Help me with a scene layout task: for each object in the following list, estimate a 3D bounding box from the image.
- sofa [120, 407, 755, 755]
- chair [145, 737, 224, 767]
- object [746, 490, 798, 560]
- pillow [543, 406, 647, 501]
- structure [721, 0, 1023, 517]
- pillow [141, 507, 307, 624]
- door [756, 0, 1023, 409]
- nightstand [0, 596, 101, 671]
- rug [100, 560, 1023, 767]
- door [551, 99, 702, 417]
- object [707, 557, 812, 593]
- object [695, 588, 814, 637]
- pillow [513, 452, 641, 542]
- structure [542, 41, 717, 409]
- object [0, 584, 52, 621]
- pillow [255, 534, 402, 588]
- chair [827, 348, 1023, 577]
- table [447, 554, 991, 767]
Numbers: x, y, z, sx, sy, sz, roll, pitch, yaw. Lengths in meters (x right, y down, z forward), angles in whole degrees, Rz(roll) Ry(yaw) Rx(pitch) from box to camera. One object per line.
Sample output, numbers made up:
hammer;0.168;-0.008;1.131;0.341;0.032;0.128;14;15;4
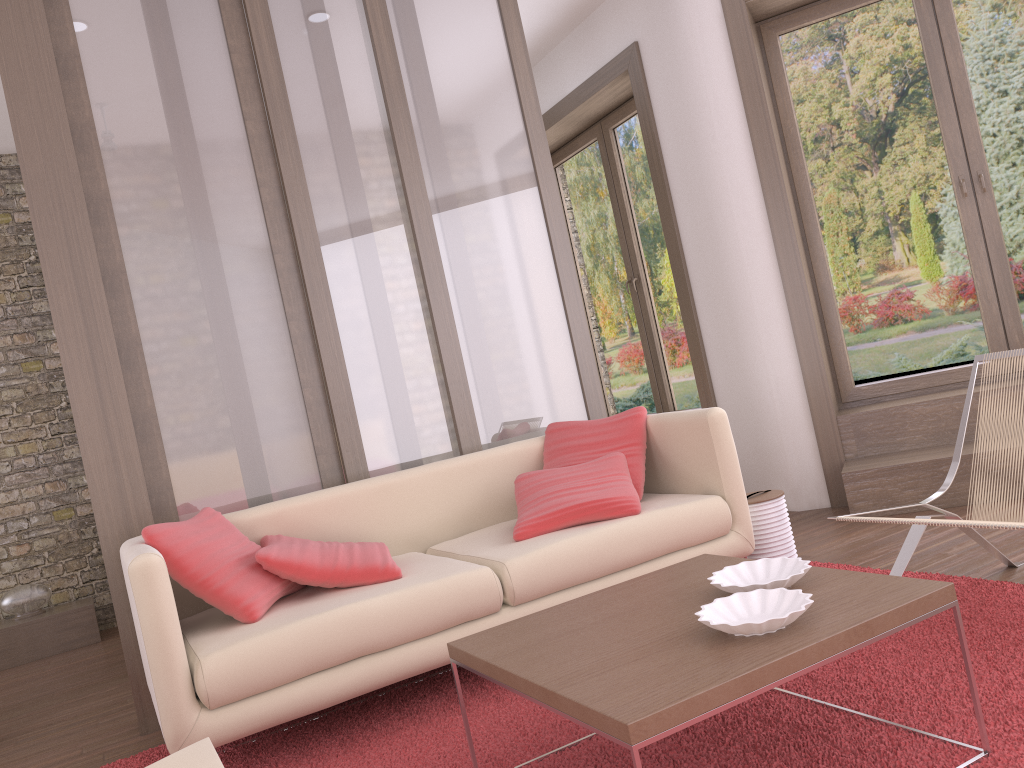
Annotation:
sofa;-0.224;0.691;3.356;2.204;0.751;0.919;-12;0;-26
chair;-0.896;0.828;1.459;0.860;0.767;0.739;-12;0;-26
object;1.050;0.625;3.711;0.239;0.341;0.239;-12;0;6
pillow;0.332;0.334;3.789;0.498;0.377;0.379;-12;0;24
structure;2.351;-0.941;4.429;2.039;2.881;0.845;-12;0;24
pillow;-0.984;0.615;3.074;0.379;0.377;0.498;-12;0;9
door;2.448;-1.142;4.748;1.800;2.275;0.142;-12;0;23
nightstand;-2.964;1.564;5.516;0.707;0.240;0.400;-12;0;-26
rug;0.441;0.925;2.165;2.938;0.016;3.344;-12;0;-26
door;0.875;-0.797;6.374;0.117;2.221;1.750;-12;0;-26
object;0.605;0.476;2.154;0.251;0.043;0.249;-12;0;-14
object;0.518;0.493;1.886;0.251;0.043;0.249;-12;0;34
pillow;0.239;0.437;3.489;0.507;0.224;0.467;-12;0;1
structure;0.625;-0.556;6.246;0.808;2.881;2.039;-12;0;-26
object;-3.049;1.359;5.563;0.296;0.199;0.211;-12;0;-29
pillow;-0.670;0.632;3.221;0.467;0.224;0.507;-12;0;-14
chair;1.512;0.314;2.673;0.853;0.762;0.739;-12;0;-26
table;0.427;0.729;2.085;0.850;0.378;0.850;-12;0;-26
